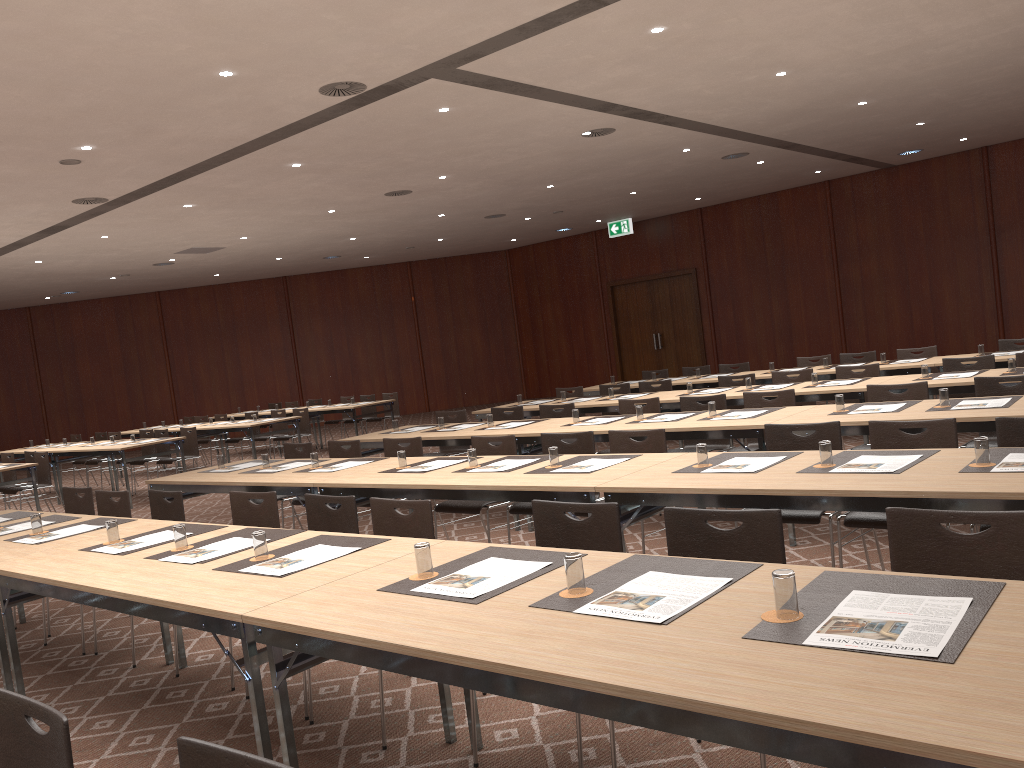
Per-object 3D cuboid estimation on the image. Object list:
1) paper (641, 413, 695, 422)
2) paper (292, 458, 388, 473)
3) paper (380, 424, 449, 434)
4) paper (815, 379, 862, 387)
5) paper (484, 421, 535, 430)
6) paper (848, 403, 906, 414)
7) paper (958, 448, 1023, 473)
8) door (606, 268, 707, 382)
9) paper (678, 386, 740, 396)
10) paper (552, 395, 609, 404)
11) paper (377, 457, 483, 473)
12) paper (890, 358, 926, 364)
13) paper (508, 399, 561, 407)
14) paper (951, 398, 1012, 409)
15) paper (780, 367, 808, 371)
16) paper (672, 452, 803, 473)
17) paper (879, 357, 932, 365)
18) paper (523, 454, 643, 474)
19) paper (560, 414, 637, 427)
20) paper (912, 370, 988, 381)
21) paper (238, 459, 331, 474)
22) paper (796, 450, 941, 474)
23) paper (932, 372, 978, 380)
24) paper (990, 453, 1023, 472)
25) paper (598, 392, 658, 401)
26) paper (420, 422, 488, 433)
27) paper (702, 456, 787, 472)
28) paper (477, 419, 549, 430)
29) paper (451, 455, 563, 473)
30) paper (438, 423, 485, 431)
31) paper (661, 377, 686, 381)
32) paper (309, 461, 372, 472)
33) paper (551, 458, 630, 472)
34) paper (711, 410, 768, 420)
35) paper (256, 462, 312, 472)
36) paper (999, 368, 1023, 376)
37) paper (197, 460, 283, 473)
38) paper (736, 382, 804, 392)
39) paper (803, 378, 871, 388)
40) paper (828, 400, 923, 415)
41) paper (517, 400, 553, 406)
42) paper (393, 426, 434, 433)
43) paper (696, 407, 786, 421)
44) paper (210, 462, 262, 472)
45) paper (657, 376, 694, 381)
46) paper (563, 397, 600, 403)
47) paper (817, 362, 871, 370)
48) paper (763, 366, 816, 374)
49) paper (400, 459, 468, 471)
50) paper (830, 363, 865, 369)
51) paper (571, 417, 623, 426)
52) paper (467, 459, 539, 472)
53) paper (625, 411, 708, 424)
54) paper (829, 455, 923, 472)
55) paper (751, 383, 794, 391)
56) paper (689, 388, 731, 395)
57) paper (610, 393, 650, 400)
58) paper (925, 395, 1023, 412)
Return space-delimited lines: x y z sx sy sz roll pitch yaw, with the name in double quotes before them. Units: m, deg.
"paper" 1.231 0.267 7.029 0.284 0.006 0.397 -5 4 42
"paper" -1.280 0.608 6.655 0.460 0.003 0.565 -5 4 40
"paper" -0.993 0.457 8.996 0.460 0.003 0.565 -5 4 43
"paper" 2.995 -0.011 8.125 0.284 0.006 0.397 -5 4 43
"paper" -0.021 0.375 8.057 0.284 0.006 0.397 -5 4 40
"paper" 2.453 0.164 5.954 0.284 0.006 0.397 -5 3 37
"paper" 2.180 0.314 3.697 0.460 0.003 0.565 -5 4 40
"door" 3.442 -1.213 20.941 2.424 2.701 0.200 -5 4 40
"paper" 1.999 0.075 9.036 0.460 0.003 0.565 -5 3 37
"paper" 0.798 0.175 10.108 0.460 0.003 0.565 -5 4 38
"paper" -0.546 0.547 6.003 0.460 0.003 0.565 -5 4 42
"paper" 4.298 -0.250 9.617 0.284 0.006 0.397 -5 4 41
"paper" 0.277 0.222 10.494 0.460 0.003 0.565 -5 4 38
"paper" 2.940 0.122 5.552 0.284 0.006 0.397 -5 4 38
"paper" 3.283 -0.163 10.483 0.284 0.006 0.397 -5 4 41
"paper" 1.161 0.401 4.546 0.460 0.003 0.565 -5 4 41
"paper" 4.289 -0.249 9.707 0.460 0.003 0.565 -5 4 40
"paper" 0.419 0.466 5.160 0.460 0.003 0.565 -5 4 39
"paper" 0.755 0.307 7.518 0.460 0.003 0.565 -5 4 38
"paper" 3.745 -0.075 7.563 0.460 0.003 0.565 -5 4 43
"paper" -1.804 0.655 7.050 0.460 0.003 0.565 -5 4 40
"paper" 1.658 0.359 4.115 0.460 0.003 0.565 -5 4 43
"paper" 3.728 -0.071 7.451 0.284 0.006 0.397 -5 4 39
"paper" 2.153 0.317 3.621 0.284 0.006 0.397 -5 4 40
"paper" 1.255 0.138 9.672 0.460 0.003 0.565 -5 4 41
"paper" -0.525 0.418 8.578 0.460 0.003 0.565 -5 4 42
"paper" 1.164 0.402 4.445 0.284 0.006 0.397 -5 4 40
"paper" 0.004 0.373 8.133 0.460 0.003 0.565 -5 4 38
"paper" -0.024 0.501 5.583 0.460 0.003 0.565 -5 4 39
"paper" -0.488 0.413 8.504 0.284 0.006 0.397 -5 4 40
"paper" 2.067 -0.059 11.507 0.284 0.006 0.397 -5 4 38
"paper" -1.259 0.607 6.545 0.284 0.006 0.397 -5 4 40
"paper" 0.448 0.463 5.063 0.284 0.006 0.397 -5 4 43
"paper" 1.690 0.230 6.591 0.284 0.006 0.397 -5 4 41
"paper" -1.770 0.650 6.980 0.284 0.006 0.397 -5 4 41
"paper" 4.224 -0.114 7.118 0.460 0.003 0.565 -5 4 39
"paper" -2.284 0.694 7.499 0.460 0.003 0.565 -5 4 40
"paper" 2.510 0.030 8.631 0.460 0.003 0.565 -5 4 43
"paper" 3.000 -0.010 8.176 0.460 0.003 0.565 -5 4 40
"paper" 2.477 0.161 6.037 0.460 0.003 0.565 -5 4 40
"paper" 0.287 0.219 10.457 0.284 0.006 0.397 -5 4 41
"paper" -0.995 0.458 8.900 0.284 0.006 0.397 -5 4 39
"paper" 1.732 0.224 6.683 0.460 0.003 0.565 -5 4 41
"paper" -2.284 0.694 7.425 0.284 0.006 0.397 -5 4 41
"paper" 2.048 -0.057 11.589 0.460 0.003 0.565 -5 4 42
"paper" 0.780 0.179 9.983 0.284 0.006 0.397 -5 4 43
"paper" 3.801 -0.207 10.122 0.460 0.003 0.565 -5 4 39
"paper" 3.284 -0.163 10.549 0.460 0.003 0.565 -5 4 40
"paper" -0.531 0.544 5.934 0.284 0.006 0.397 -5 4 40
"paper" 3.793 -0.205 10.018 0.284 0.006 0.397 -5 4 38
"paper" 0.722 0.312 7.435 0.284 0.006 0.397 -5 4 41
"paper" -0.051 0.504 5.510 0.284 0.006 0.397 -5 4 38
"paper" 1.245 0.266 7.093 0.460 0.003 0.565 -5 4 39
"paper" 1.656 0.360 4.028 0.284 0.006 0.397 -5 4 43
"paper" 2.513 0.029 8.553 0.284 0.006 0.397 -5 4 38
"paper" 2.012 0.073 8.961 0.284 0.006 0.397 -5 4 43
"paper" 1.269 0.137 9.588 0.284 0.006 0.397 -5 4 38
"paper" 2.936 0.123 5.622 0.460 0.003 0.565 -5 4 39
